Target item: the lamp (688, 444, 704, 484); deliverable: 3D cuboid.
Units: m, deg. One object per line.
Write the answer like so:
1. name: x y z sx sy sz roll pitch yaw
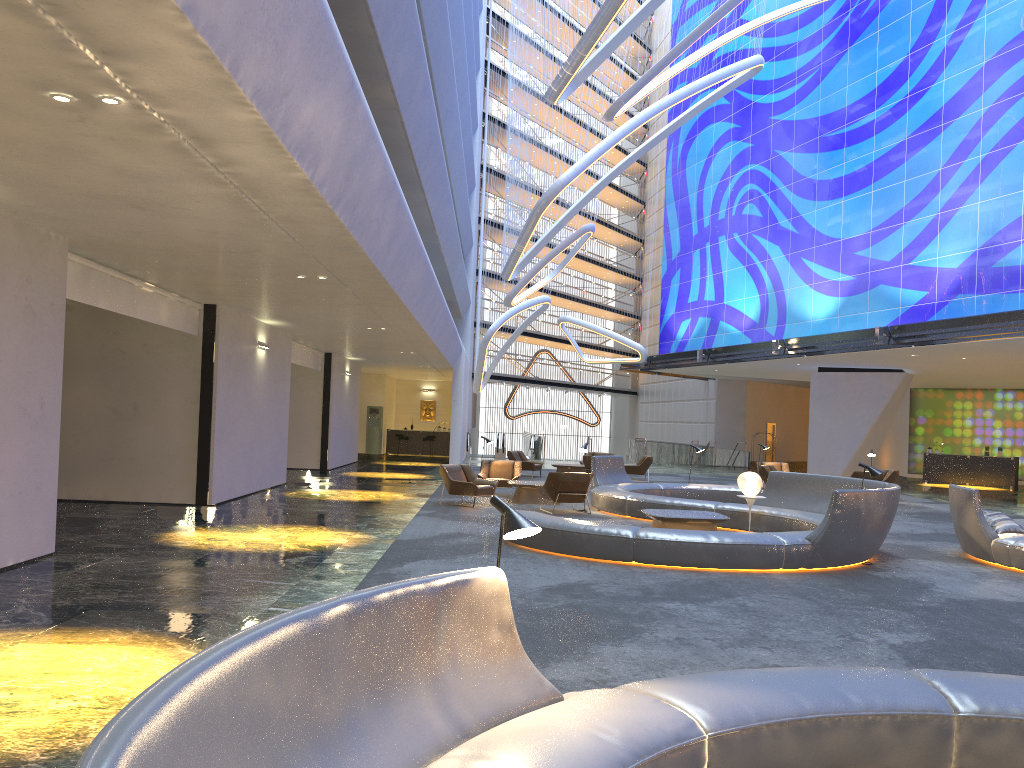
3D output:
1. lamp: 4.036 1.981 19.586 0.384 1.300 0.202 2 -1 16

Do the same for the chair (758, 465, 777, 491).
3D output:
1. chair: 6.877 2.500 22.835 0.938 0.766 0.930 1 -2 32

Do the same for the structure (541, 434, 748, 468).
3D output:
1. structure: 5.572 7.005 49.212 9.304 8.395 19.747 2 -2 -1

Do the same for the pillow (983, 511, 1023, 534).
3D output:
1. pillow: 6.541 1.856 11.965 0.692 0.262 0.878 2 -2 7

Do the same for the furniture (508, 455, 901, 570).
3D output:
1. furniture: 3.372 1.897 14.957 5.184 0.969 9.937 2 -2 16

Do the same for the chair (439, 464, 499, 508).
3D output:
1. chair: -0.863 1.949 17.051 0.938 0.766 0.930 1 -2 32

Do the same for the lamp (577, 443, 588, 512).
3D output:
1. lamp: 1.340 1.750 16.642 0.202 1.300 0.384 2 -1 15

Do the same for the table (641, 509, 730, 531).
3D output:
1. table: 2.512 2.092 12.956 1.203 0.392 1.204 2 -2 -1

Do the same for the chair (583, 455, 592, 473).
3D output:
1. chair: 2.523 2.421 25.102 0.939 0.766 0.929 4 -2 -39

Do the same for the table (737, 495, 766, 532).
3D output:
1. table: 3.771 2.074 14.024 0.418 0.595 0.428 2 -1 -2

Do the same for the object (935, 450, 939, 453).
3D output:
1. object: 15.585 2.489 32.520 0.107 0.108 0.111 1 -2 33

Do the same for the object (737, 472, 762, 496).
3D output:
1. object: 3.750 1.580 13.997 0.367 0.387 0.318 2 -1 6

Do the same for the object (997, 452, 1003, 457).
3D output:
1. object: 17.263 2.490 31.352 0.150 0.145 0.150 1 -2 32

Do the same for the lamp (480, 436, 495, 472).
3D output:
1. lamp: -0.591 1.795 19.566 0.384 1.300 0.202 2 -1 16

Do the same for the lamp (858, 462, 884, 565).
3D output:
1. lamp: 4.548 1.657 11.352 0.384 1.300 0.202 2 -1 16

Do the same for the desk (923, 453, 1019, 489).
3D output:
1. desk: 16.581 3.114 32.081 2.976 1.097 0.814 1 -2 37

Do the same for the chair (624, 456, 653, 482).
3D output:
1. chair: 3.721 2.534 26.659 0.938 0.766 0.930 2 -2 1

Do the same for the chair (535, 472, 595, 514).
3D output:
1. chair: 0.992 1.996 16.406 0.930 0.766 0.939 3 -2 -18

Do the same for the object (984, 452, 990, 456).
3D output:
1. object: 16.913 2.484 31.561 0.150 0.145 0.150 1 -2 32

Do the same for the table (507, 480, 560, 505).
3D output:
1. table: 0.498 2.233 18.241 1.203 0.392 1.204 2 -2 -2

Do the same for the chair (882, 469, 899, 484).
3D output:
1. chair: 9.726 2.646 23.590 0.938 0.766 0.930 2 -2 7

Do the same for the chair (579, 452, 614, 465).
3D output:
1. chair: 2.709 2.552 28.047 0.929 0.766 0.940 2 -2 26

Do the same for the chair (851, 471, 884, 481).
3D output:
1. chair: 8.731 2.548 22.190 0.930 0.766 0.939 3 -2 -18

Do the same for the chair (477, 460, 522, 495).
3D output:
1. chair: -0.261 2.076 19.514 0.929 0.766 0.939 2 -2 5

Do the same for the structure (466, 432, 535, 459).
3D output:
1. structure: -0.843 6.691 48.636 3.017 8.235 19.842 2 -2 -1

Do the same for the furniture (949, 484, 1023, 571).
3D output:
1. furniture: 9.082 1.892 9.394 5.186 0.969 9.932 3 -2 -9

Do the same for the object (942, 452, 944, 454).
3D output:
1. object: 15.750 2.510 32.408 0.072 0.070 0.073 1 -2 33

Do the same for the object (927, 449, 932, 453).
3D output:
1. object: 15.381 2.467 32.657 0.149 0.149 0.149 1 -2 33

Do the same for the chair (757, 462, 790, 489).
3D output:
1. chair: 7.478 2.628 25.299 0.929 0.766 0.939 2 -2 5

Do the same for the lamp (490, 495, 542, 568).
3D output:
1. lamp: -0.039 1.167 4.026 0.202 1.300 0.384 3 -1 -42

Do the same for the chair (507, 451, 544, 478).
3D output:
1. chair: 0.378 2.392 26.455 0.938 0.766 0.930 2 -2 23

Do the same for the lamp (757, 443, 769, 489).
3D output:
1. lamp: 7.148 2.347 25.350 0.384 1.300 0.202 2 -1 16

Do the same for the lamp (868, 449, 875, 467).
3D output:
1. lamp: 9.080 2.302 22.427 0.202 1.300 0.384 2 -1 15

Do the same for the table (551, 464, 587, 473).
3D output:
1. table: 1.819 2.644 26.777 1.202 0.392 1.204 2 -2 17
